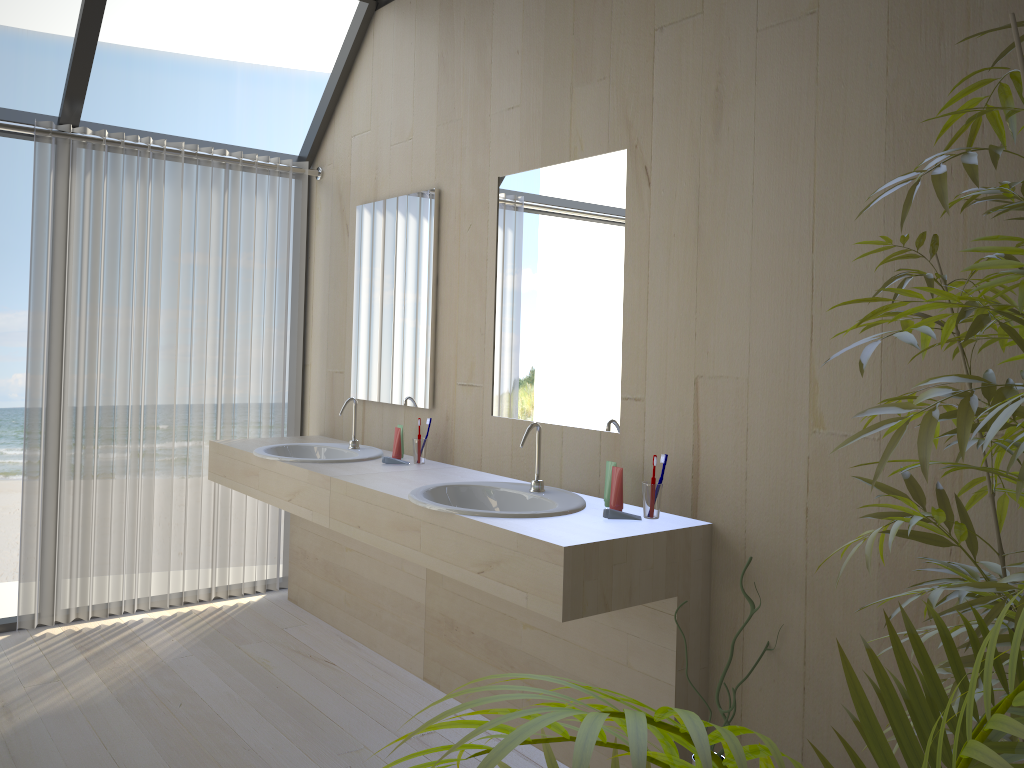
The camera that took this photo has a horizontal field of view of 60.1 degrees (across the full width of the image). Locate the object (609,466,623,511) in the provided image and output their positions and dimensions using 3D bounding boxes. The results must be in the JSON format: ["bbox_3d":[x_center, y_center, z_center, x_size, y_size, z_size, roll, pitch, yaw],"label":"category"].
[{"bbox_3d":[0.294,0.300,2.481,0.039,0.135,0.039,2,-1,4],"label":"object"}]

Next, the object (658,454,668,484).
[{"bbox_3d":[0.402,0.281,2.443,0.054,0.175,0.012,2,-1,-13],"label":"object"}]

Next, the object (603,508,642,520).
[{"bbox_3d":[0.299,0.353,2.400,0.104,0.029,0.032,2,1,3],"label":"object"}]

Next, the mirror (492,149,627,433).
[{"bbox_3d":[0.150,-0.300,2.949,0.023,0.869,0.654,2,0,-38],"label":"mirror"}]

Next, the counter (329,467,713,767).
[{"bbox_3d":[-0.042,0.741,2.699,0.550,0.791,1.206,1,1,-38],"label":"counter"}]

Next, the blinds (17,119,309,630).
[{"bbox_3d":[-1.510,-0.045,3.955,1.181,2.072,0.084,2,-1,-38],"label":"blinds"}]

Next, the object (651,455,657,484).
[{"bbox_3d":[0.386,0.281,2.411,0.012,0.178,0.050,2,-1,1],"label":"object"}]

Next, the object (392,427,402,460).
[{"bbox_3d":[-0.445,0.237,3.435,0.039,0.135,0.039,1,-1,11],"label":"object"}]

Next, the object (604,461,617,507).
[{"bbox_3d":[0.289,0.295,2.595,0.039,0.135,0.039,2,-1,4],"label":"object"}]

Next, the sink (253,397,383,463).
[{"bbox_3d":[-0.786,0.265,3.603,0.503,0.419,0.574,1,2,-34],"label":"sink"}]

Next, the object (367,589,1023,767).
[{"bbox_3d":[0.246,0.632,0.753,0.916,1.158,0.751,2,0,-4],"label":"object"}]

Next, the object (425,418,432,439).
[{"bbox_3d":[-0.337,0.218,3.397,0.054,0.175,0.012,2,-1,-13],"label":"object"}]

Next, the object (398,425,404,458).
[{"bbox_3d":[-0.450,0.231,3.548,0.039,0.135,0.039,1,-1,11],"label":"object"}]

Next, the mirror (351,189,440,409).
[{"bbox_3d":[-0.507,-0.354,3.751,0.023,0.869,0.654,2,0,-38],"label":"mirror"}]

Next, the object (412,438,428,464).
[{"bbox_3d":[-0.354,0.259,3.393,0.058,0.100,0.058,2,0,-31],"label":"object"}]

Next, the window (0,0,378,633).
[{"bbox_3d":[-2.660,-0.367,2.816,4.557,2.815,0.745,0,0,-38],"label":"window"}]

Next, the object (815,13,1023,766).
[{"bbox_3d":[0.820,0.339,1.248,0.786,1.758,0.935,2,0,-13],"label":"object"}]

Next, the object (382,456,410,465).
[{"bbox_3d":[-0.440,0.290,3.353,0.104,0.029,0.032,2,1,3],"label":"object"}]

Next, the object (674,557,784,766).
[{"bbox_3d":[0.501,0.796,2.187,0.274,0.749,0.406,1,0,40],"label":"object"}]

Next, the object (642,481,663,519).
[{"bbox_3d":[0.385,0.322,2.440,0.058,0.100,0.058,2,0,-27],"label":"object"}]

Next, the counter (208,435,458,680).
[{"bbox_3d":[-0.781,0.677,3.653,0.550,0.791,1.206,1,1,-38],"label":"counter"}]

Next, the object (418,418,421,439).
[{"bbox_3d":[-0.353,0.217,3.364,0.012,0.178,0.050,2,-1,1],"label":"object"}]

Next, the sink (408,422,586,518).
[{"bbox_3d":[-0.047,0.328,2.650,0.503,0.419,0.574,1,2,-34],"label":"sink"}]
